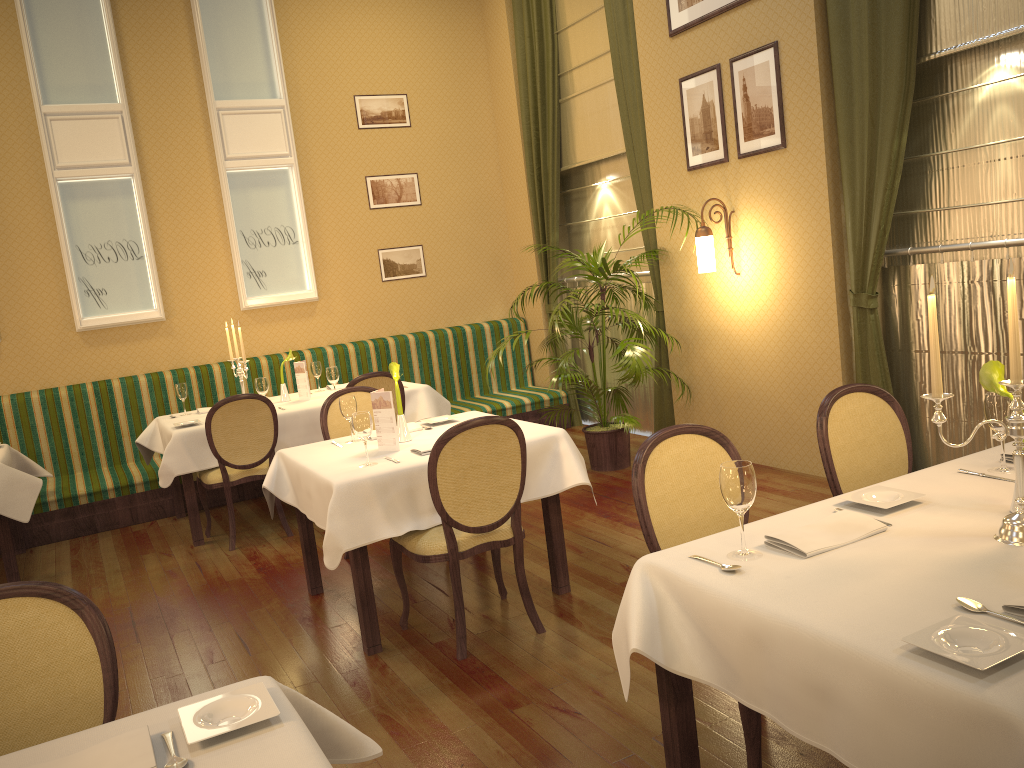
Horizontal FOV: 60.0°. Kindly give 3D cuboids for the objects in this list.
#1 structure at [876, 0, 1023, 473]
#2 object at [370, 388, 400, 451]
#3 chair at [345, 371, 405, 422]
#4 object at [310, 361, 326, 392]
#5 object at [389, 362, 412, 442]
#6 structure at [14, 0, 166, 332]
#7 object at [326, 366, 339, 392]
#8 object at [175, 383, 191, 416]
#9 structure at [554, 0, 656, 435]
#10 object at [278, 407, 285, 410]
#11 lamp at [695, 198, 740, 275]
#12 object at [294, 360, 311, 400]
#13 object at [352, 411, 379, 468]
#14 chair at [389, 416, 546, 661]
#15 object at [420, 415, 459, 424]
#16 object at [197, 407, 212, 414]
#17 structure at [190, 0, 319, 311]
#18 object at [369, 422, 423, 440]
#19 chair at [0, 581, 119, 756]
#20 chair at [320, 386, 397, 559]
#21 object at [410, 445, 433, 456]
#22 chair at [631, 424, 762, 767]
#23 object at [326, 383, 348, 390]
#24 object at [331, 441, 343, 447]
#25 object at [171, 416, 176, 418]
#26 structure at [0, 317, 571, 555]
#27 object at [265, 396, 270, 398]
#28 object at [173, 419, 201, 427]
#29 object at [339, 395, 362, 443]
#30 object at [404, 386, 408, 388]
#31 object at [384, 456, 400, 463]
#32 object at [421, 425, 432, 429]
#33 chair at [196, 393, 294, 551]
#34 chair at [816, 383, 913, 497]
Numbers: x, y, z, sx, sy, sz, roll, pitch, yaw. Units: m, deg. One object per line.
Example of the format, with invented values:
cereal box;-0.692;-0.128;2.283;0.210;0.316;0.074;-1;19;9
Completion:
structure;2.306;-1.603;4.248;0.134;4.511;1.900;-11;8;-26
object;-0.589;0.168;4.058;0.081;0.277;0.166;-10;8;-20
chair;-0.976;0.379;6.029;0.530;0.955;0.571;-11;8;-26
object;-1.483;-0.056;6.763;0.088;0.229;0.088;-4;8;21
object;-0.543;0.084;4.263;0.076;0.375;0.163;-8;8;-5
structure;-3.303;-1.932;6.899;0.661;2.985;0.200;-11;8;-26
object;-1.227;-0.002;6.116;0.088;0.229;0.088;-4;8;21
object;-2.349;0.109;6.334;0.088;0.229;0.088;-4;8;21
structure;0.713;-1.817;7.360;0.123;4.511;1.942;-11;8;-26
object;-1.566;0.164;6.021;0.017;0.010;0.185;-11;8;-26
lamp;1.313;-0.943;5.739;0.323;0.513;0.114;-13;9;-37
object;-1.503;-0.022;6.353;0.081;0.277;0.166;-8;8;-10
object;-0.626;0.234;3.768;0.088;0.229;0.088;-4;8;21
chair;-0.203;0.586;3.739;0.530;0.955;0.571;-11;8;-26
object;-0.379;0.194;4.630;0.160;0.024;0.160;-11;8;-26
object;-2.122;0.175;6.395;0.273;0.033;0.142;-11;8;-26
structure;-2.185;-2.145;7.460;0.670;2.985;0.200;-11;8;-26
object;-0.603;0.238;4.484;0.273;0.033;0.142;-11;8;-26
chair;-0.970;0.937;1.804;0.530;0.955;0.571;-11;8;-26
chair;-0.725;0.502;4.864;0.530;0.955;0.571;-11;8;-26
object;-0.302;0.275;3.955;0.273;0.024;0.142;-11;8;-26
chair;0.705;0.618;2.643;0.530;0.955;0.571;-11;8;-26
object;-1.284;0.009;6.856;0.273;0.033;0.142;-11;8;-26
object;-0.858;0.295;4.360;0.017;0.010;0.185;-11;8;-25
object;-2.416;0.229;6.313;0.038;0.015;0.181;-11;8;-25
structure;-6.100;1.092;5.200;14.516;1.031;0.850;-11;8;-26
object;-1.895;0.121;6.605;0.160;0.024;0.160;-11;8;-26
object;-2.103;0.261;5.741;0.160;0.024;0.160;-11;8;-26
object;-0.802;0.173;4.390;0.088;0.229;0.088;-4;8;21
object;-0.790;0.016;6.396;0.038;0.015;0.181;-11;8;-25
object;-0.522;0.324;3.830;0.017;0.010;0.185;-11;8;-26
object;-0.448;0.218;4.545;0.038;0.015;0.181;-11;8;-25
chair;-1.734;0.519;5.687;0.530;0.955;0.571;-11;8;-26
chair;1.386;0.488;2.984;0.530;0.955;0.571;-11;8;-26
